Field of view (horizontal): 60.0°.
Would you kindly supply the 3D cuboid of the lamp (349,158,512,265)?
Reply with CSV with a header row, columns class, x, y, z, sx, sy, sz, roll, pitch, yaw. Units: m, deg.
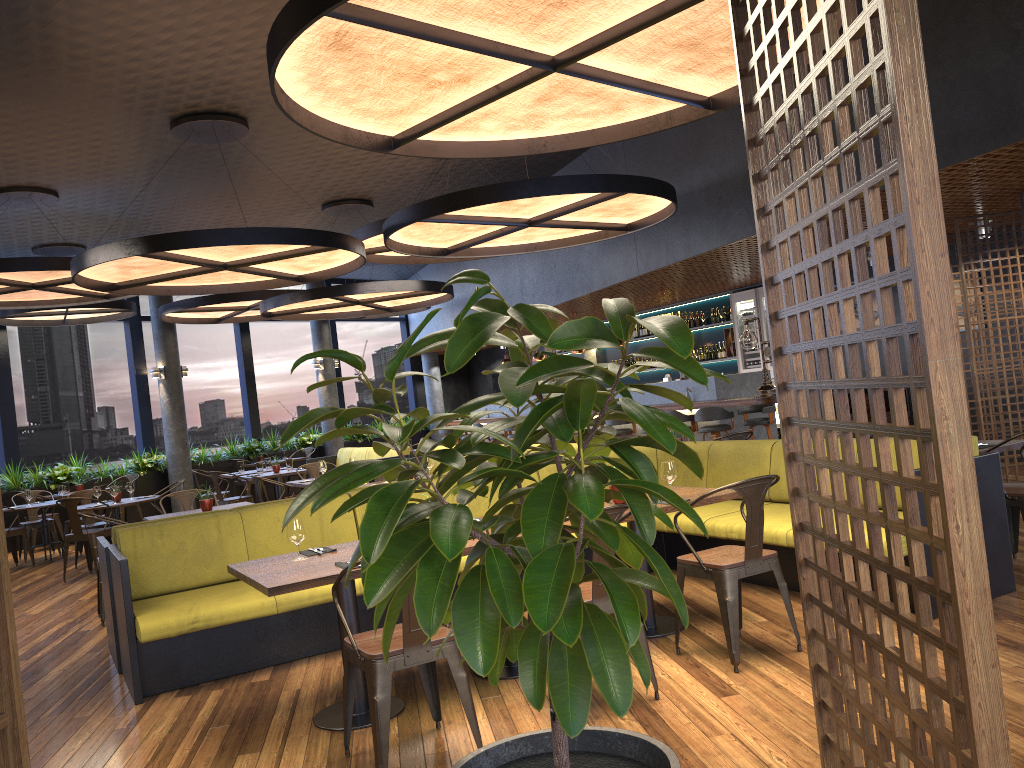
class,x,y,z,sx,sy,sz,roll,pitch,yaw
lamp,-0.620,-2.264,10.593,2.778,1.159,2.778,-7,-1,21

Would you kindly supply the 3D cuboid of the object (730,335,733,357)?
class,x,y,z,sx,sy,sz,roll,pitch,yaw
object,3.512,-0.615,14.107,0.091,0.369,0.092,-7,-1,30

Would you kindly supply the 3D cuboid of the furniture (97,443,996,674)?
class,x,y,z,sx,sy,sz,roll,pitch,yaw
furniture,-0.878,1.206,7.511,4.895,0.914,7.462,-6,-1,-34

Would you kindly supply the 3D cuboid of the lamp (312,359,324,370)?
class,x,y,z,sx,sy,sz,roll,pitch,yaw
lamp,-3.990,-0.393,18.095,0.215,0.215,0.189,-7,-1,22

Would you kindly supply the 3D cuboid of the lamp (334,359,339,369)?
class,x,y,z,sx,sy,sz,roll,pitch,yaw
lamp,-3.712,-0.418,18.585,0.215,0.215,0.189,-7,-1,40

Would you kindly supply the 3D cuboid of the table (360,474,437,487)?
class,x,y,z,sx,sy,sz,roll,pitch,yaw
table,-0.961,1.306,8.463,1.007,0.760,1.007,-7,-1,9

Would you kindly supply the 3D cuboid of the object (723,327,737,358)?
class,x,y,z,sx,sy,sz,roll,pitch,yaw
object,3.540,-0.665,14.044,0.161,0.475,0.300,-6,-1,-29

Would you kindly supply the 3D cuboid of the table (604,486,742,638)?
class,x,y,z,sx,sy,sz,roll,pitch,yaw
table,0.772,1.055,5.217,0.906,0.763,0.887,-6,-1,-29

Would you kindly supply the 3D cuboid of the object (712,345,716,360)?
class,x,y,z,sx,sy,sz,roll,pitch,yaw
object,3.294,-0.517,14.496,0.063,0.254,0.063,-7,-1,24

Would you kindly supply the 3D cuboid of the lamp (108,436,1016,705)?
class,x,y,z,sx,sy,sz,roll,pitch,yaw
lamp,2.052,-0.059,6.456,9.057,2.714,3.017,-6,-1,-29

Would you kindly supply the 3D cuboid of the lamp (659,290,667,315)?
class,x,y,z,sx,sy,sz,roll,pitch,yaw
lamp,2.190,-1.002,12.638,0.250,0.673,0.250,-7,-1,4

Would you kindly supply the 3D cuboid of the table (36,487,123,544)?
class,x,y,z,sx,sy,sz,roll,pitch,yaw
table,-6.662,2.052,13.747,0.887,0.763,0.906,-7,-1,35

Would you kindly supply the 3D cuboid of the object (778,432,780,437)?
class,x,y,z,sx,sy,sz,roll,pitch,yaw
object,4.037,0.826,13.404,0.057,0.205,0.056,-7,-1,22

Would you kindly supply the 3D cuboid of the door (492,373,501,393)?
class,x,y,z,sx,sy,sz,roll,pitch,yaw
door,-0.110,0.745,21.298,0.137,2.056,1.012,-6,-1,-29

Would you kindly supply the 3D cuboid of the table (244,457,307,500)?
class,x,y,z,sx,sy,sz,roll,pitch,yaw
table,-4.478,1.840,16.746,0.887,0.763,0.906,-7,-1,35

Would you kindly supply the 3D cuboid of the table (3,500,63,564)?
class,x,y,z,sx,sy,sz,roll,pitch,yaw
table,-6.189,1.967,11.768,1.007,0.760,1.007,-6,-1,-35

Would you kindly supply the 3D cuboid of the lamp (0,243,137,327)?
class,x,y,z,sx,sy,sz,roll,pitch,yaw
lamp,-6.849,-1.551,13.529,1.979,1.093,1.979,-7,-1,25

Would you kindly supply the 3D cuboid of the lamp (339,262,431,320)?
class,x,y,z,sx,sy,sz,roll,pitch,yaw
lamp,-2.676,-1.976,17.833,1.979,1.093,1.979,-7,-1,25

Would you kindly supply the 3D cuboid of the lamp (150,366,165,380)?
class,x,y,z,sx,sy,sz,roll,pitch,yaw
lamp,-6.120,-0.186,15.226,0.215,0.215,0.189,-7,-1,28

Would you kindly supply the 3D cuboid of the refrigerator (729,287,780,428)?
class,x,y,z,sx,sy,sz,roll,pitch,yaw
refrigerator,3.925,-0.404,13.317,0.454,2.109,1.159,-6,-1,-29

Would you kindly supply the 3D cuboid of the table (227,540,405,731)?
class,x,y,z,sx,sy,sz,roll,pitch,yaw
table,-0.803,1.227,4.341,0.906,0.763,0.887,-6,-1,-29

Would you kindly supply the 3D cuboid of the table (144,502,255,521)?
class,x,y,z,sx,sy,sz,roll,pitch,yaw
table,-2.615,1.488,7.676,0.887,0.763,0.906,-6,-1,-29

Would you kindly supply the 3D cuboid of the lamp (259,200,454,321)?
class,x,y,z,sx,sy,sz,roll,pitch,yaw
lamp,-2.311,-1.853,12.925,2.778,1.475,2.778,-7,-1,26

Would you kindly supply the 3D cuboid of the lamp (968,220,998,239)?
class,x,y,z,sx,sy,sz,roll,pitch,yaw
lamp,5.013,-1.642,9.425,0.228,0.172,0.228,-6,-1,-29

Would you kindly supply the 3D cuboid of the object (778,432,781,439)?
class,x,y,z,sx,sy,sz,roll,pitch,yaw
object,3.959,0.857,13.552,0.277,0.206,0.416,-6,-1,-15

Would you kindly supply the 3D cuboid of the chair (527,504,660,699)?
class,x,y,z,sx,sy,sz,roll,pitch,yaw
chair,0.337,1.010,4.102,0.504,0.917,0.541,-6,-1,-28

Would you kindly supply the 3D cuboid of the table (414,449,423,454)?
class,x,y,z,sx,sy,sz,roll,pitch,yaw
table,-1.635,1.471,14.307,0.906,0.763,0.887,-6,-1,-29

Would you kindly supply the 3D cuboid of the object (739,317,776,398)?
class,x,y,z,sx,sy,sz,roll,pitch,yaw
object,2.936,-0.322,10.451,0.263,0.944,0.566,-6,-1,-36

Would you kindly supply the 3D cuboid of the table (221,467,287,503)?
class,x,y,z,sx,sy,sz,roll,pitch,yaw
table,-3.937,1.733,13.779,0.906,0.763,0.887,-6,-1,-29

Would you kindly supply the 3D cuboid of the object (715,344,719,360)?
class,x,y,z,sx,sy,sz,roll,pitch,yaw
object,3.362,-0.524,14.543,0.063,0.254,0.063,-6,-1,-21

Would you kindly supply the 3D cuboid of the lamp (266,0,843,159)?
class,x,y,z,sx,sy,sz,roll,pitch,yaw
lamp,0.134,-2.265,4.449,2.778,1.475,2.778,-6,-1,-29

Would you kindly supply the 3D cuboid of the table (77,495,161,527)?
class,x,y,z,sx,sy,sz,roll,pitch,yaw
table,-4.591,1.759,10.351,1.007,0.760,1.007,-6,-1,-41

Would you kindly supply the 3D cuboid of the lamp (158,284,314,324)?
class,x,y,z,sx,sy,sz,roll,pitch,yaw
lamp,-4.414,-1.759,14.676,2.778,1.159,2.778,-7,-1,7

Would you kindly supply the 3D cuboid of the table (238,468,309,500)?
class,x,y,z,sx,sy,sz,roll,pitch,yaw
table,-3.318,1.644,12.644,0.887,0.763,0.906,-6,-1,-29

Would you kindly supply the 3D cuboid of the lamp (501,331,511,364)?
class,x,y,z,sx,sy,sz,roll,pitch,yaw
lamp,-0.123,-0.668,16.893,0.250,0.673,0.250,-6,-1,-41

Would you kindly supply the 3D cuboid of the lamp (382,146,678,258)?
class,x,y,z,sx,sy,sz,roll,pitch,yaw
lamp,0.090,-2.201,8.462,2.778,1.475,2.778,-6,-1,-25

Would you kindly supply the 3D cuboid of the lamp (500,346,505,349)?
class,x,y,z,sx,sy,sz,roll,pitch,yaw
lamp,-0.209,-0.876,19.865,0.228,0.172,0.228,-6,-1,-29

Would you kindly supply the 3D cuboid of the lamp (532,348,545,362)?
class,x,y,z,sx,sy,sz,roll,pitch,yaw
lamp,0.446,-0.750,15.847,0.250,0.673,0.250,-7,-1,4

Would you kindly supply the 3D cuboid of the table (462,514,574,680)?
class,x,y,z,sx,sy,sz,roll,pitch,yaw
table,-0.018,1.141,4.781,0.906,0.763,0.887,-6,-1,-29

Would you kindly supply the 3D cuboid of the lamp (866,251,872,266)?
class,x,y,z,sx,sy,sz,roll,pitch,yaw
lamp,4.471,-1.556,10.942,0.228,0.172,0.228,-6,-1,-29

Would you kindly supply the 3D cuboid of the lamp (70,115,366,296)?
class,x,y,z,sx,sy,sz,roll,pitch,yaw
lamp,-2.939,-1.840,8.867,2.778,1.475,2.778,-7,-1,20

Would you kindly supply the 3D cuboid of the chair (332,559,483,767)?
class,x,y,z,sx,sy,sz,roll,pitch,yaw
chair,-0.448,1.095,3.669,0.504,0.917,0.541,-6,-1,-28

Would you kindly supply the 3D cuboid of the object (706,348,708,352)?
class,x,y,z,sx,sy,sz,roll,pitch,yaw
object,3.241,-0.492,14.743,0.088,0.224,0.088,-6,-1,-34

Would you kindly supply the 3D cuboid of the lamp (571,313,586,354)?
class,x,y,z,sx,sy,sz,roll,pitch,yaw
lamp,1.064,-0.839,14.709,0.250,0.673,0.250,-7,-1,4

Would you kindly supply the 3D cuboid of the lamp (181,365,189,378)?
class,x,y,z,sx,sy,sz,roll,pitch,yaw
lamp,-5.822,-0.214,15.704,0.215,0.215,0.189,-7,-1,37

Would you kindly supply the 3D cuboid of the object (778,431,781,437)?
class,x,y,z,sx,sy,sz,roll,pitch,yaw
object,4.075,0.822,13.483,0.056,0.205,0.056,-6,-1,-27

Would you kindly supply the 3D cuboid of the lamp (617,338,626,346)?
class,x,y,z,sx,sy,sz,roll,pitch,yaw
lamp,1.614,-0.918,13.698,0.250,0.673,0.250,-7,-1,4

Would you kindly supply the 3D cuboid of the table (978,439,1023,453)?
class,x,y,z,sx,sy,sz,roll,pitch,yaw
table,2.895,0.819,6.046,0.887,0.763,0.906,-6,-1,-29

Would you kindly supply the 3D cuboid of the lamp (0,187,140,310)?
class,x,y,z,sx,sy,sz,roll,pitch,yaw
lamp,-5.734,-1.666,10.524,2.778,1.159,2.778,-7,-1,39

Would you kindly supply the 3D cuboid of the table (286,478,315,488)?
class,x,y,z,sx,sy,sz,roll,pitch,yaw
table,-1.995,1.453,10.179,0.906,0.763,0.887,-6,-1,-29
